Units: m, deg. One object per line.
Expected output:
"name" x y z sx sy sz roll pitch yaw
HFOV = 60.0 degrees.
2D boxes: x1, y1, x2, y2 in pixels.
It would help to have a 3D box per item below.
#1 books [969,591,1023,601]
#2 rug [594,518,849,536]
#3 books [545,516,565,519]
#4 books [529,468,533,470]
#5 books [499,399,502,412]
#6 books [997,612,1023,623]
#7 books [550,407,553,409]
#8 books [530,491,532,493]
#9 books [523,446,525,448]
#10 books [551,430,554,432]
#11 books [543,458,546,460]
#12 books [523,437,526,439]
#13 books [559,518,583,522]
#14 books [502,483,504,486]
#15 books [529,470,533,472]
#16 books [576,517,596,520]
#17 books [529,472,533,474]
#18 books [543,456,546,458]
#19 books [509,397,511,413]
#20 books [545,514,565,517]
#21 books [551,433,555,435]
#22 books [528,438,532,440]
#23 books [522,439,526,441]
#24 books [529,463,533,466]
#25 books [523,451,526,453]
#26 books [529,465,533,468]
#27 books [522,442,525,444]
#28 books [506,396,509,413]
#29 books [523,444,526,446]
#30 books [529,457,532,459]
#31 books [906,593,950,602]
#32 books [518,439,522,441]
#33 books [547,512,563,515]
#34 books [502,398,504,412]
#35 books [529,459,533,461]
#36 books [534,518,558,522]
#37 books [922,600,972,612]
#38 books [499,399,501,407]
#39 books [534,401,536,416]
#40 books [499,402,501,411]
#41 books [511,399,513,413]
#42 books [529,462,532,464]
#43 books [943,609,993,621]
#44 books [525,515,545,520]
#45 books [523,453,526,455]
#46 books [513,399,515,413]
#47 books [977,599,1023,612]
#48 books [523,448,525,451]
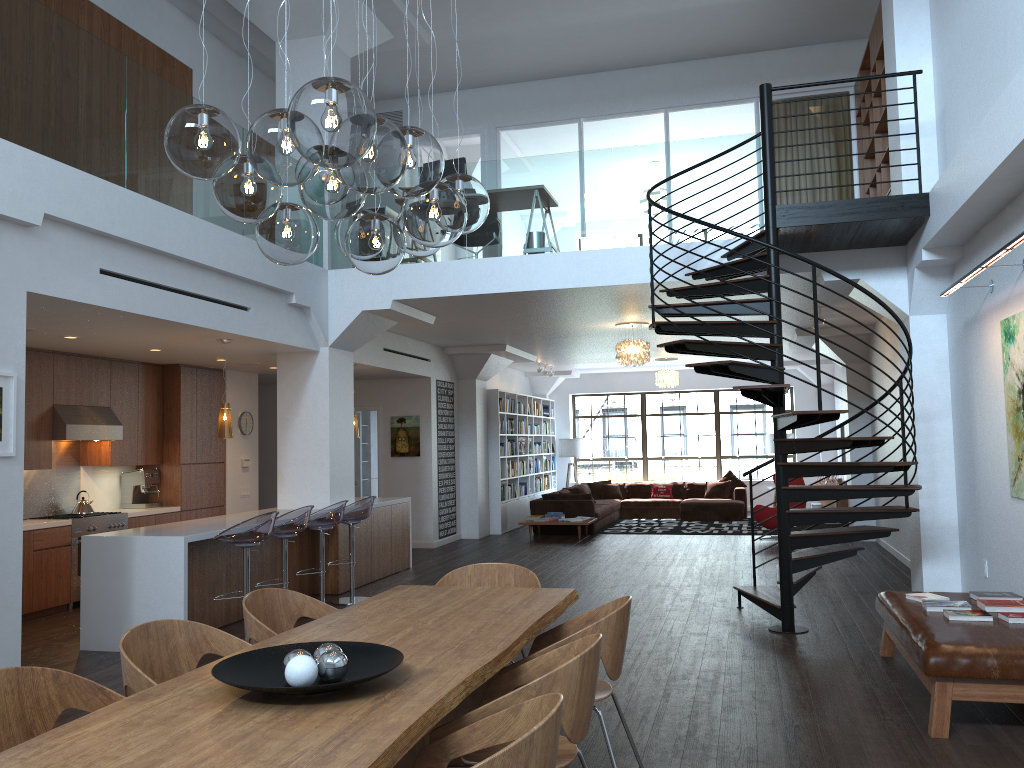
"books" 3.025 1.332 5.541 0.254 0.044 0.183 -2 -4 9
"rug" 3.679 2.449 15.337 4.200 0.007 3.100 -2 -4 16
"books" 0.700 2.158 14.333 0.312 0.037 0.216 -2 -4 5
"books" 0.260 1.633 17.046 0.259 0.040 0.180 -2 -4 15
"books" -0.258 0.372 15.098 0.161 0.218 0.101 -2 -4 15
"books" 2.843 1.297 4.918 0.224 0.036 0.161 -2 -4 9
"books" 0.815 0.616 19.131 0.140 0.231 0.042 -2 -4 15
"books" 0.228 2.075 16.968 0.284 0.035 0.197 -2 -4 15
"books" 0.144 1.185 16.619 0.168 0.045 0.231 -2 -4 10
"books" 0.740 1.006 18.930 0.174 0.032 0.254 2 -5 -40
"books" 0.562 1.526 18.107 0.223 0.031 0.161 -2 -4 15
"books" 0.158 1.018 16.640 0.129 0.043 0.185 -3 -4 29
"books" 0.915 2.120 13.851 0.231 0.040 0.342 1 -5 -35
"books" -0.236 1.704 15.005 0.174 0.045 0.240 -2 -4 4
"books" 0.259 1.670 17.019 0.251 0.037 0.160 -3 -4 20
"books" 1.153 2.136 14.144 0.256 0.035 0.350 -4 -5 40
"books" 0.261 1.707 17.013 0.246 0.038 0.171 -2 -4 15
"books" 0.563 1.497 18.117 0.224 0.030 0.161 -3 -4 25
"books" -0.127 0.372 15.639 0.197 0.290 0.136 -2 -4 15
"books" 0.695 2.123 14.340 0.279 0.035 0.191 -3 -4 25
"books" 0.740 1.073 18.931 0.284 0.035 0.197 -5 -5 45
"books" 0.244 1.054 16.965 0.224 0.030 0.161 -3 -4 25
"books" 0.153 1.052 16.643 0.144 0.024 0.208 -3 -4 20
"books" 0.263 1.549 17.028 0.253 0.040 0.183 -2 -4 15
"books" 0.154 1.267 16.601 0.160 0.039 0.251 -3 -4 20
"books" 0.269 1.590 17.032 0.231 0.044 0.168 -2 -4 10
"books" 0.144 1.106 16.626 0.161 0.033 0.223 -2 -4 15
"books" -0.139 0.367 15.577 0.176 0.293 0.125 -2 -4 15
"books" 0.150 1.142 16.616 0.183 0.042 0.253 -2 -4 15
"books" 0.275 1.428 17.025 0.185 0.041 0.129 -3 -4 29
"books" 2.622 1.351 5.605 0.161 0.031 0.223 -1 -4 -7
"books" 0.061 1.027 16.242 0.174 0.045 0.240 -2 -4 14
"books" 0.699 2.091 14.339 0.224 0.027 0.157 -3 -4 20
"books" -0.235 0.362 15.205 0.170 0.251 0.118 -2 -4 15
"books" 0.281 1.460 17.029 0.208 0.024 0.144 -3 -4 20
"books" 0.529 2.138 13.962 0.236 0.035 0.340 -4 -5 40
"books" 2.589 1.324 5.284 0.247 0.040 0.185 -2 -4 18
"books" -0.297 0.365 14.948 0.182 0.215 0.188 -2 -4 15
"books" 0.390 0.492 17.592 0.176 0.290 0.053 -2 -4 15
"books" -0.282 0.374 15.037 0.167 0.210 0.162 -2 -4 15
"books" -0.084 0.397 15.733 0.182 0.253 0.098 -2 -4 15
"books" 0.269 1.514 17.035 0.223 0.032 0.161 -2 -4 15
"books" 2.577 1.308 5.014 0.224 0.032 0.161 -2 -4 15
"books" 0.378 2.163 14.356 0.241 0.045 0.334 -2 -4 16
"books" 0.158 1.306 16.600 0.171 0.039 0.246 -2 -4 15
"books" -0.041 0.406 15.917 0.182 0.255 0.077 -2 -4 15
"books" 2.925 1.312 5.238 0.283 0.043 0.197 -2 -4 14
"books" 0.128 1.228 16.606 0.180 0.042 0.259 -2 -4 15
